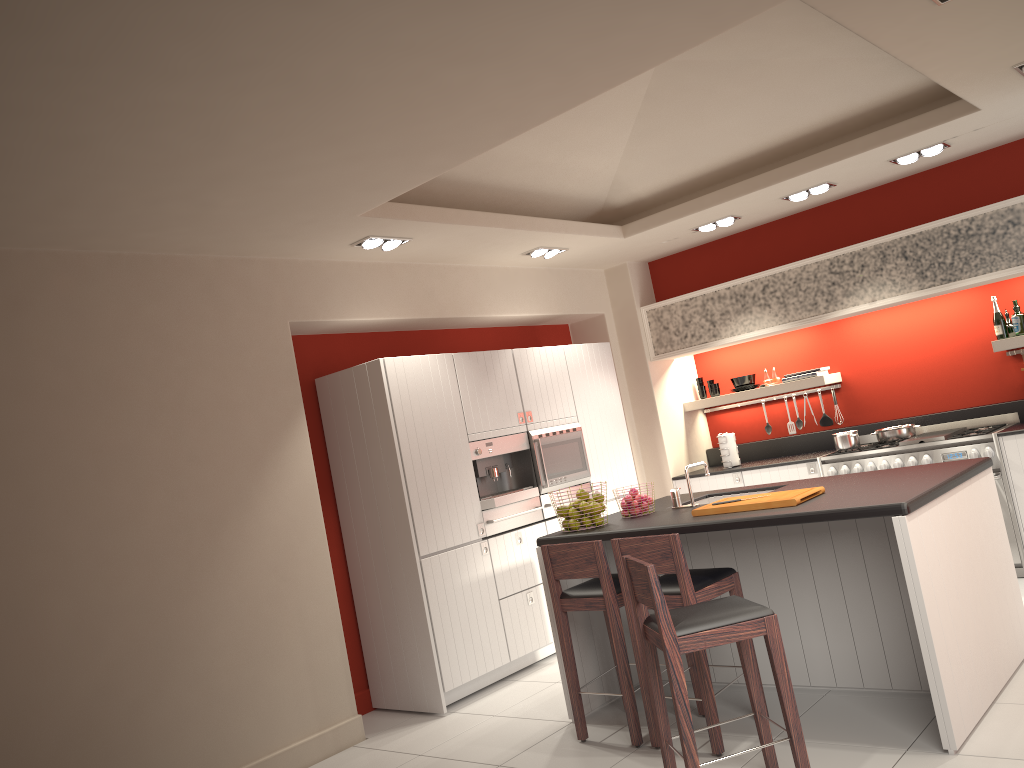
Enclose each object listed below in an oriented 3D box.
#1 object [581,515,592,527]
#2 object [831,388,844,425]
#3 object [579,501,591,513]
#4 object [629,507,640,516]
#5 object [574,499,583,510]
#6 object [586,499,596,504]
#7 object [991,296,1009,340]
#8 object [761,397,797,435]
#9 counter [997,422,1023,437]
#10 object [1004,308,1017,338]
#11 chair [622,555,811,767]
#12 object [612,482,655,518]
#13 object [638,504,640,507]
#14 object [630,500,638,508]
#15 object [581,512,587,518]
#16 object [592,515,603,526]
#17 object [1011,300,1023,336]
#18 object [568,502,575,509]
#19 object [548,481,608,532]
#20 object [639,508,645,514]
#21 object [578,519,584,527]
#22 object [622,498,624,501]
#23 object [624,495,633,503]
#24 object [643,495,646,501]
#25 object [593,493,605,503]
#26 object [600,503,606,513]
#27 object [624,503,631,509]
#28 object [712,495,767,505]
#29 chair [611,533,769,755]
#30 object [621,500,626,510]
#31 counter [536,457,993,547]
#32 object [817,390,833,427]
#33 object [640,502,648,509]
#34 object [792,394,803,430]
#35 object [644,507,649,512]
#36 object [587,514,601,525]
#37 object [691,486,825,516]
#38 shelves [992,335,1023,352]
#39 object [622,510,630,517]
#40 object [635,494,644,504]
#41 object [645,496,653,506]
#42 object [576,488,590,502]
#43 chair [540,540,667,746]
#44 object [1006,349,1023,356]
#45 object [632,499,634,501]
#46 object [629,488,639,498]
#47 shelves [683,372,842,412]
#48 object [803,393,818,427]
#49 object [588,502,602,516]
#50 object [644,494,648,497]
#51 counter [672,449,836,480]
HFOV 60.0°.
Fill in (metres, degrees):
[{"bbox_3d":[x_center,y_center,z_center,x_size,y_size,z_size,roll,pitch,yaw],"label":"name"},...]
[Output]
[{"bbox_3d":[0.423,0.773,4.992,0.068,0.068,0.068,-8,-5,-38],"label":"object"},{"bbox_3d":[2.812,0.195,7.688,0.069,0.328,0.069,-12,-4,19],"label":"object"},{"bbox_3d":[0.409,0.688,4.954,0.067,0.068,0.067,-11,-4,4],"label":"object"},{"bbox_3d":[0.713,0.736,5.152,0.062,0.057,0.061,-14,-5,41],"label":"object"},{"bbox_3d":[0.381,0.679,5.010,0.062,0.061,0.057,-8,-5,-34],"label":"object"},{"bbox_3d":[0.450,0.677,5.037,0.056,0.054,0.057,-12,-4,12],"label":"object"},{"bbox_3d":[3.623,-0.495,6.605,0.083,0.331,0.083,-12,-4,12],"label":"object"},{"bbox_3d":[2.409,0.300,8.045,0.287,0.351,0.022,-15,-6,42],"label":"object"},{"bbox_3d":[4.098,0.202,5.983,1.359,0.026,0.699,-14,-5,41],"label":"counter"},{"bbox_3d":[3.770,-0.463,6.727,0.113,0.226,0.113,-10,-4,-8],"label":"object"},{"bbox_3d":[0.814,1.162,3.558,0.474,1.008,0.383,-10,-4,-8],"label":"chair"},{"bbox_3d":[0.726,0.682,5.198,0.247,0.168,0.248,-13,-4,29],"label":"object"},{"bbox_3d":[0.738,0.703,5.232,0.055,0.056,0.055,-8,-5,-39],"label":"object"},{"bbox_3d":[0.707,0.695,5.124,0.048,0.046,0.048,-11,-4,0],"label":"object"},{"bbox_3d":[0.408,0.750,5.114,0.064,0.060,0.064,-14,-5,36],"label":"object"},{"bbox_3d":[0.480,0.761,4.971,0.068,0.068,0.068,-8,-5,-38],"label":"object"},{"bbox_3d":[3.714,-0.486,6.499,0.094,0.264,0.094,-13,-5,30],"label":"object"},{"bbox_3d":[0.354,0.708,5.082,0.062,0.061,0.057,-8,-5,-34],"label":"object"},{"bbox_3d":[0.393,0.700,5.043,0.341,0.232,0.341,-10,-4,-16],"label":"object"},{"bbox_3d":[0.756,0.741,5.185,0.040,0.039,0.039,-11,-4,0],"label":"object"},{"bbox_3d":[0.401,0.790,5.063,0.053,0.054,0.054,-7,-6,-45],"label":"object"},{"bbox_3d":[0.672,0.693,5.234,0.048,0.049,0.049,-7,-5,-41],"label":"object"},{"bbox_3d":[0.675,0.666,5.134,0.048,0.046,0.048,-11,-4,-3],"label":"object"},{"bbox_3d":[0.765,0.673,5.198,0.041,0.044,0.045,-12,-4,11],"label":"object"},{"bbox_3d":[0.495,0.652,5.064,0.067,0.064,0.067,-14,-5,42],"label":"object"},{"bbox_3d":[0.503,0.702,5.032,0.056,0.057,0.055,-13,-5,33],"label":"object"},{"bbox_3d":[0.669,0.707,5.146,0.041,0.041,0.040,-10,-4,-12],"label":"object"},{"bbox_3d":[1.184,0.597,4.581,0.302,0.010,0.035,-12,-4,12],"label":"object"},{"bbox_3d":[0.876,1.205,4.364,0.383,1.008,0.474,-15,-6,43],"label":"chair"},{"bbox_3d":[0.666,0.709,5.189,0.060,0.059,0.059,-8,-5,-37],"label":"object"},{"bbox_3d":[1.343,0.650,4.853,2.052,0.050,1.416,-14,-5,41],"label":"counter"},{"bbox_3d":[2.734,0.210,7.781,0.123,0.331,0.040,-15,-5,41],"label":"object"},{"bbox_3d":[0.766,0.706,5.155,0.046,0.043,0.046,-10,-4,-9],"label":"object"},{"bbox_3d":[2.546,0.251,7.923,0.067,0.324,0.022,-14,-5,40],"label":"object"},{"bbox_3d":[0.786,0.733,5.238,0.050,0.049,0.049,-11,-4,7],"label":"object"},{"bbox_3d":[0.468,0.761,5.057,0.084,0.079,0.086,-11,-4,-4],"label":"object"},{"bbox_3d":[1.259,0.602,4.545,0.570,0.033,0.373,-14,-5,39],"label":"object"},{"bbox_3d":[4.182,-0.416,6.248,1.378,0.083,0.376,-14,-5,41],"label":"shelves"},{"bbox_3d":[0.665,0.753,5.190,0.050,0.049,0.049,-11,-4,7],"label":"object"},{"bbox_3d":[0.741,0.667,5.149,0.056,0.055,0.051,-8,-5,-34],"label":"object"},{"bbox_3d":[0.801,0.688,5.200,0.055,0.056,0.055,-8,-5,-39],"label":"object"},{"bbox_3d":[0.404,0.635,5.062,0.078,0.080,0.078,-14,-5,41],"label":"object"},{"bbox_3d":[0.539,1.290,4.666,0.383,1.008,0.474,-15,-5,41],"label":"chair"},{"bbox_3d":[4.299,-0.355,6.369,1.354,0.034,0.048,-14,-5,41],"label":"object"},{"bbox_3d":[0.690,0.679,5.171,0.041,0.039,0.041,-8,-5,-33],"label":"object"},{"bbox_3d":[0.712,0.637,5.182,0.056,0.058,0.056,-11,-4,-4],"label":"object"},{"bbox_3d":[2.229,0.081,8.001,1.378,0.083,0.376,-14,-5,41],"label":"shelves"},{"bbox_3d":[2.619,0.229,7.860,0.124,0.297,0.009,-15,-5,41],"label":"object"},{"bbox_3d":[0.465,0.705,4.987,0.082,0.082,0.082,-11,-4,8],"label":"object"},{"bbox_3d":[0.783,0.679,5.247,0.056,0.050,0.055,-10,-4,-11],"label":"object"},{"bbox_3d":[2.153,0.696,7.728,1.359,0.026,0.699,-14,-5,41],"label":"counter"}]
